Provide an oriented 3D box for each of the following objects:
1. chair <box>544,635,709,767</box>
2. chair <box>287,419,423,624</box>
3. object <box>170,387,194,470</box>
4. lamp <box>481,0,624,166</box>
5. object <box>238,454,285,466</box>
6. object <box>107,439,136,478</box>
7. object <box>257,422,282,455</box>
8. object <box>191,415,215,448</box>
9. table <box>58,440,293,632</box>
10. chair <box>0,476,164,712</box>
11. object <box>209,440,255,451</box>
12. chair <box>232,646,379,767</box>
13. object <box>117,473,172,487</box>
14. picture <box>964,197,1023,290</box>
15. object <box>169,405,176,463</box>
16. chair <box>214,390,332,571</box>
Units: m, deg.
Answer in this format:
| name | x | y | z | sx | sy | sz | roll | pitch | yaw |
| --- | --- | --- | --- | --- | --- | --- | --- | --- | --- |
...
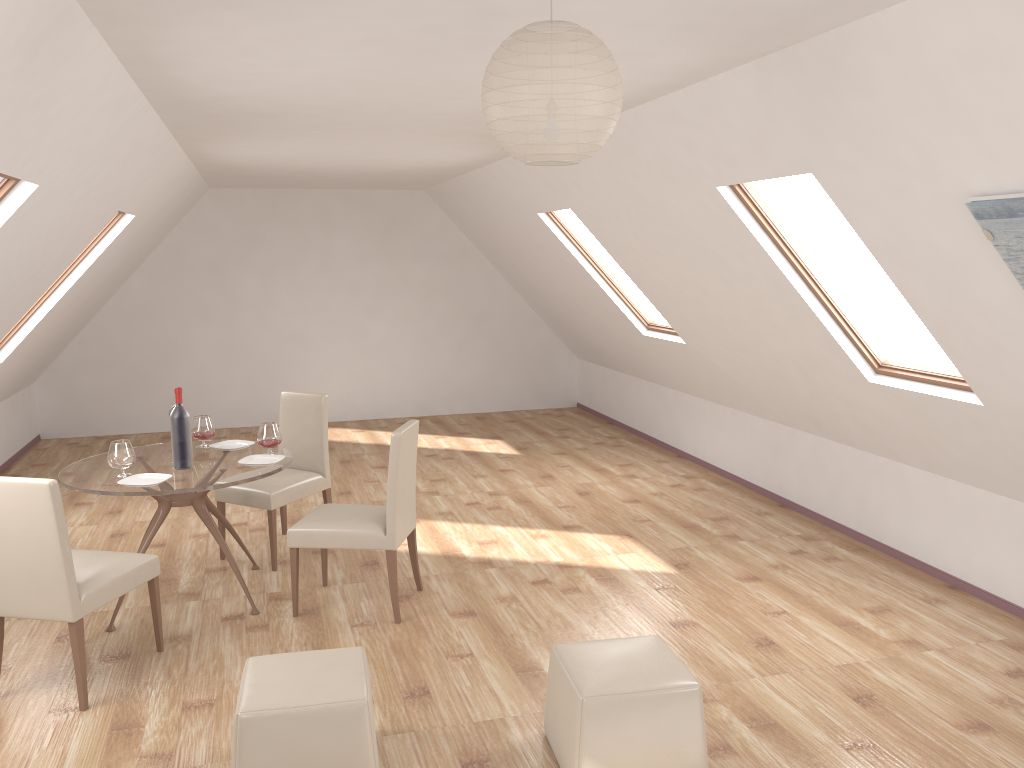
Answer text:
| name | x | y | z | sx | sy | sz | roll | pitch | yaw |
| --- | --- | --- | --- | --- | --- | --- | --- | --- | --- |
| chair | 0.413 | 1.213 | 3.315 | 0.506 | 0.394 | 0.506 | -2 | 9 | -11 |
| chair | -0.832 | 0.707 | 4.784 | 0.618 | 0.999 | 0.477 | 1 | 9 | 9 |
| object | -1.753 | 0.234 | 4.695 | 0.109 | 0.435 | 0.109 | -4 | 9 | -20 |
| lamp | 0.095 | -0.780 | 2.113 | 0.340 | 0.497 | 0.340 | 3 | 9 | 23 |
| object | -1.363 | 0.419 | 4.835 | 0.228 | 0.020 | 0.228 | 0 | 9 | 7 |
| object | -2.009 | 0.384 | 4.565 | 0.136 | 0.183 | 0.136 | 1 | 9 | 11 |
| object | -1.372 | 0.311 | 5.015 | 0.136 | 0.183 | 0.136 | -7 | 11 | -37 |
| object | -1.831 | 0.280 | 5.252 | 0.136 | 0.183 | 0.136 | -7 | 11 | -37 |
| table | -1.813 | 0.811 | 4.918 | 1.198 | 0.770 | 1.198 | 0 | 8 | 5 |
| chair | -1.978 | 0.838 | 3.984 | 0.477 | 0.999 | 0.618 | 1 | 9 | 12 |
| object | -1.648 | 0.365 | 5.224 | 0.228 | 0.020 | 0.228 | 4 | 10 | 29 |
| chair | -0.750 | 1.237 | 3.239 | 0.506 | 0.394 | 0.506 | -2 | 9 | -12 |
| object | -1.832 | 0.484 | 4.431 | 0.228 | 0.020 | 0.228 | 1 | 9 | 10 |
| picture | 1.953 | -0.225 | 2.841 | 0.683 | 0.738 | 0.650 | -3 | 9 | -16 |
| object | -1.817 | 0.270 | 4.840 | 0.096 | 0.322 | 0.086 | 6 | 11 | 37 |
| chair | -1.494 | 0.585 | 5.650 | 0.477 | 0.999 | 0.618 | 4 | 10 | 29 |
